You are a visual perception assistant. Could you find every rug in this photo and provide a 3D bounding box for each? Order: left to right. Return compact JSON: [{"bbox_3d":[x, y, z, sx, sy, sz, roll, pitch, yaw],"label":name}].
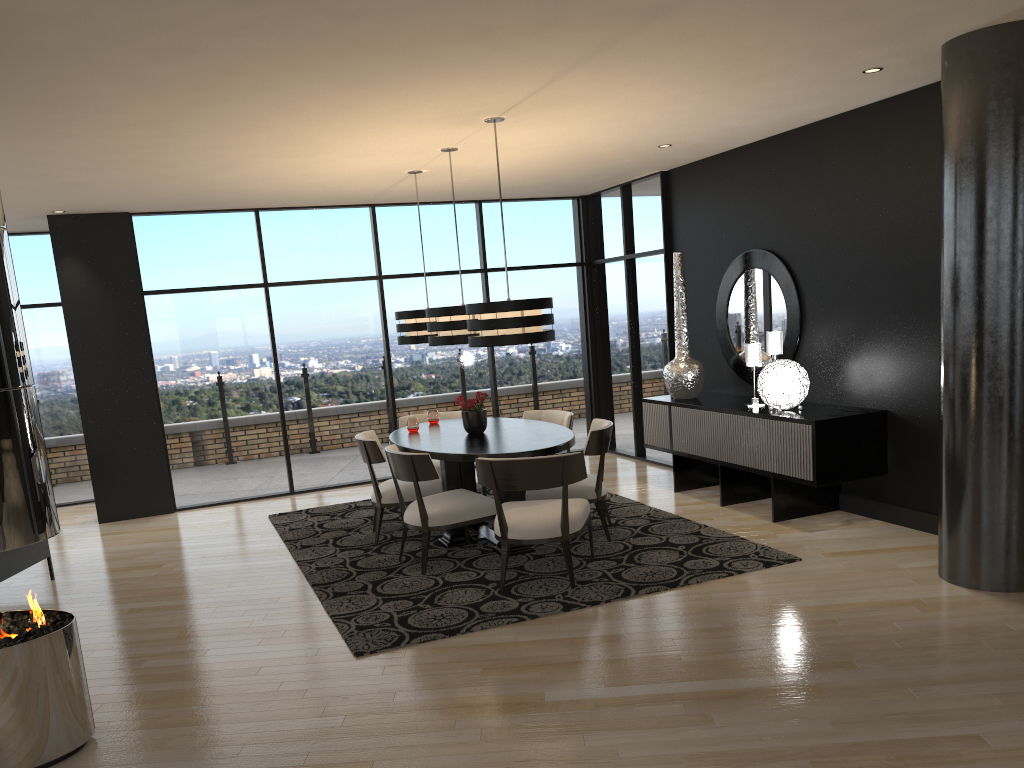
[{"bbox_3d":[-0.199,1.112,6.551,2.705,0.011,3.690,-7,5,-21],"label":"rug"}]

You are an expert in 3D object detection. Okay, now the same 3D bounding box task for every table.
[{"bbox_3d":[-0.220,0.738,6.421,1.204,0.780,2.087,-7,6,-19],"label":"table"}]

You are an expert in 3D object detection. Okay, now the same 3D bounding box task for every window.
[{"bbox_3d":[-2.234,-0.707,1.273,10.104,4.851,15.722,-6,5,-12],"label":"window"}]

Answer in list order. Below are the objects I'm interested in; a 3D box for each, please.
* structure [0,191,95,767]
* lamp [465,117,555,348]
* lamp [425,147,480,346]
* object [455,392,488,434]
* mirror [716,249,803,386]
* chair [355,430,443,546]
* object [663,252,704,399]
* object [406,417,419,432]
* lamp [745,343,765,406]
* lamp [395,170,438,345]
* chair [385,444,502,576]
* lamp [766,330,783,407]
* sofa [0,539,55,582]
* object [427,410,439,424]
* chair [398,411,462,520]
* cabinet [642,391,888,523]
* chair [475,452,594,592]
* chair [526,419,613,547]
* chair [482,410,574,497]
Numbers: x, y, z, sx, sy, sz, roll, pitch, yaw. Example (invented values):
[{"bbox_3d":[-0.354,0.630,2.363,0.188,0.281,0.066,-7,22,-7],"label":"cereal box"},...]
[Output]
[{"bbox_3d":[-2.278,0.167,3.339,0.890,2.783,0.578,-6,10,-10],"label":"structure"},{"bbox_3d":[-0.052,-0.911,5.340,0.533,1.348,0.530,-8,10,-21],"label":"lamp"},{"bbox_3d":[-0.377,-0.956,6.168,0.533,1.348,0.530,-8,10,-21],"label":"lamp"},{"bbox_3d":[-0.280,0.208,6.328,0.228,0.302,0.235,-7,9,-19],"label":"object"},{"bbox_3d":[1.941,-0.522,7.015,0.025,1.093,1.066,-9,8,-21],"label":"mirror"},{"bbox_3d":[-0.820,0.754,6.591,0.615,0.818,0.635,-6,8,-11],"label":"chair"},{"bbox_3d":[1.420,-0.483,7.395,0.343,1.226,0.339,-7,10,-12],"label":"object"},{"bbox_3d":[-0.753,0.311,6.703,0.095,0.107,0.094,-6,8,-10],"label":"object"},{"bbox_3d":[1.824,-0.074,6.654,0.132,0.472,0.123,-4,10,1],"label":"lamp"},{"bbox_3d":[-0.703,-1.000,6.997,0.533,1.348,0.530,-8,10,-21],"label":"lamp"},{"bbox_3d":[-0.474,0.793,5.806,0.612,0.818,0.637,-9,9,-28],"label":"chair"},{"bbox_3d":[1.940,-0.114,6.506,0.124,0.558,0.130,1,11,31],"label":"lamp"},{"bbox_3d":[-3.710,1.109,5.215,0.838,0.814,2.006,-4,6,1],"label":"sofa"},{"bbox_3d":[-0.634,0.266,7.113,0.095,0.107,0.094,1,10,35],"label":"object"},{"bbox_3d":[-0.626,0.670,7.390,0.642,0.818,0.607,-5,8,0],"label":"chair"},{"bbox_3d":[1.844,0.532,6.872,0.608,0.777,2.218,-8,6,-21],"label":"cabinet"},{"bbox_3d":[0.152,0.786,5.291,0.643,0.818,0.607,-4,8,8],"label":"chair"},{"bbox_3d":[0.424,0.687,6.192,0.616,0.818,0.633,-4,8,7],"label":"chair"},{"bbox_3d":[0.168,0.643,6.940,0.611,0.818,0.639,-10,10,-35],"label":"chair"}]
